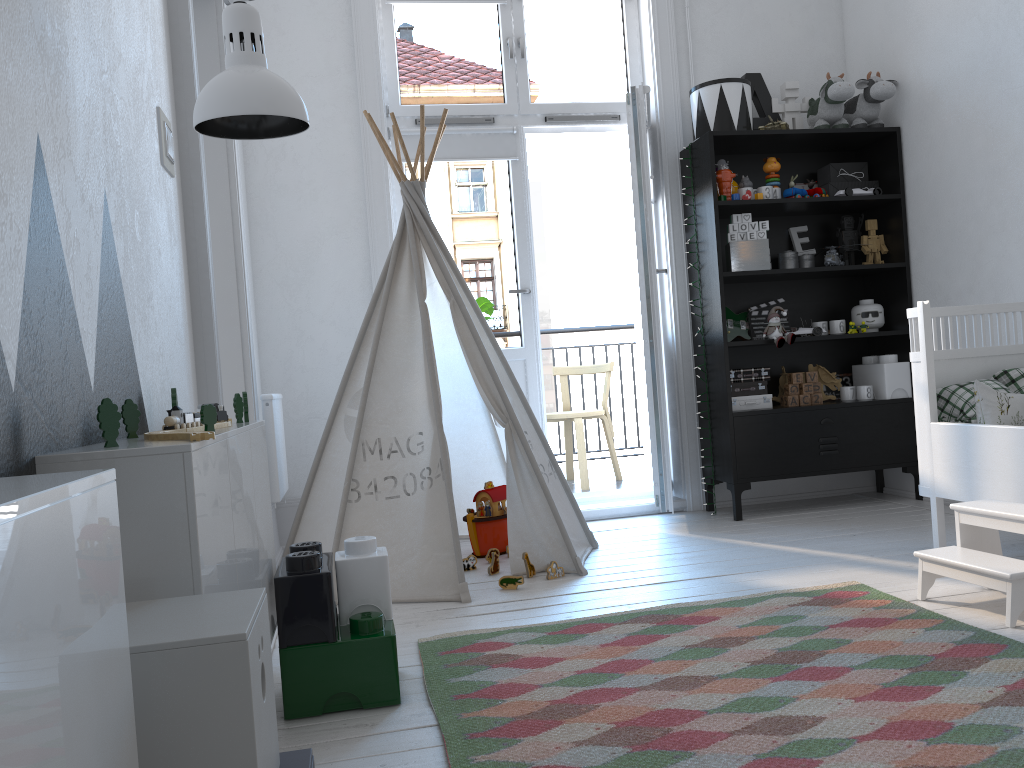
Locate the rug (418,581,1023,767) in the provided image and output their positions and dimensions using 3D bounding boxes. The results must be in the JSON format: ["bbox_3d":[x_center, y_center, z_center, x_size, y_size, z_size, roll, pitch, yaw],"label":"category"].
[{"bbox_3d":[0.554,0.622,1.509,1.319,0.016,2.028,-4,0,-10],"label":"rug"}]

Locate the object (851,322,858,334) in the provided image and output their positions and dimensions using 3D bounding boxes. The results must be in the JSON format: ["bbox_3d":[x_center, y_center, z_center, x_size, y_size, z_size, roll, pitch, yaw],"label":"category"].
[{"bbox_3d":[1.553,-0.254,4.031,0.042,0.054,0.031,-4,1,-10],"label":"object"}]

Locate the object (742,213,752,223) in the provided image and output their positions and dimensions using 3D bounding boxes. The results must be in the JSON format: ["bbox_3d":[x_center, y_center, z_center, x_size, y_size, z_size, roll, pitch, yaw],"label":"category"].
[{"bbox_3d":[1.029,-0.728,3.904,0.040,0.040,0.040,-4,0,0],"label":"object"}]

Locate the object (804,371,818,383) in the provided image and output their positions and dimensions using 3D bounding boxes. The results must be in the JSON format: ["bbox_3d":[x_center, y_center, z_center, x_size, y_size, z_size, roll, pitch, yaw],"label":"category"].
[{"bbox_3d":[1.350,-0.031,3.999,0.050,0.050,0.050,-4,0,10],"label":"object"}]

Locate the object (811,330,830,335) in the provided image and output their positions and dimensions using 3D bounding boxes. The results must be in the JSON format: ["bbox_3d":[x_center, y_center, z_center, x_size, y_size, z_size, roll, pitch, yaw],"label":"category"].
[{"bbox_3d":[1.492,-0.240,4.180,0.163,0.034,0.069,-4,0,-10],"label":"object"}]

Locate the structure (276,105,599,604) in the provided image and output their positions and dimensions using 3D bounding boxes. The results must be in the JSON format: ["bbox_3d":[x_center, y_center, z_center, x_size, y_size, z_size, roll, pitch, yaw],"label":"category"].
[{"bbox_3d":[-0.327,-0.181,3.317,1.142,1.750,1.143,-5,1,-35],"label":"structure"}]

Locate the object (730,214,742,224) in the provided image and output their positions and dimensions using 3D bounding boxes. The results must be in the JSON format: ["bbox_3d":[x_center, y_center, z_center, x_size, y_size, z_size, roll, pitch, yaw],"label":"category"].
[{"bbox_3d":[0.987,-0.725,3.907,0.040,0.040,0.040,-4,0,-5],"label":"object"}]

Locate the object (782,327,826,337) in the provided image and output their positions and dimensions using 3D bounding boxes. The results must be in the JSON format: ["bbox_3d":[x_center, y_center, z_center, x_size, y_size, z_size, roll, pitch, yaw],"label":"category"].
[{"bbox_3d":[1.293,-0.231,3.992,0.230,0.048,0.098,-4,0,15],"label":"object"}]

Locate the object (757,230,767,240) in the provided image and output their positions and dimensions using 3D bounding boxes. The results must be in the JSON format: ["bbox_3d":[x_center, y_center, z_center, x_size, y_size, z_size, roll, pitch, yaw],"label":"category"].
[{"bbox_3d":[1.099,-0.652,3.900,0.040,0.040,0.040,-4,0,20],"label":"object"}]

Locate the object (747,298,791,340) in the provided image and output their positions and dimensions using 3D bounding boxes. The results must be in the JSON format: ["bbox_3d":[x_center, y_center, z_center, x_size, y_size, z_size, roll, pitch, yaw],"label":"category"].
[{"bbox_3d":[1.196,-0.298,4.126,0.200,0.199,0.048,-4,1,-10],"label":"object"}]

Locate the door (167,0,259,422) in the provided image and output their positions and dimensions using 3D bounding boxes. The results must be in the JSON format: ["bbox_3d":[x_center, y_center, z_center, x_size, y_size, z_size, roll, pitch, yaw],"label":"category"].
[{"bbox_3d":[-1.079,-0.341,2.871,0.505,2.177,1.465,-5,1,-26],"label":"door"}]

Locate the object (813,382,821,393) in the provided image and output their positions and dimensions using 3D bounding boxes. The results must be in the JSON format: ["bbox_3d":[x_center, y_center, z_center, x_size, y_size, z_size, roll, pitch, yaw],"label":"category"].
[{"bbox_3d":[1.364,0.017,4.014,0.050,0.050,0.050,-4,0,-10],"label":"object"}]

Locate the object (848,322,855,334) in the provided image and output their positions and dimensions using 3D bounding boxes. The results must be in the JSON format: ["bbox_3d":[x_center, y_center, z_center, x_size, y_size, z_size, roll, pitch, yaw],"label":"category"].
[{"bbox_3d":[1.521,-0.251,3.971,0.031,0.054,0.042,-4,1,40],"label":"object"}]

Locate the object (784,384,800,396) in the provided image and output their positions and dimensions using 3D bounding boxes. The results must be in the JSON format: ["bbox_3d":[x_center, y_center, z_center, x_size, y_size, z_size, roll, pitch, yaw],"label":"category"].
[{"bbox_3d":[1.257,0.025,3.987,0.050,0.050,0.050,-4,0,-10],"label":"object"}]

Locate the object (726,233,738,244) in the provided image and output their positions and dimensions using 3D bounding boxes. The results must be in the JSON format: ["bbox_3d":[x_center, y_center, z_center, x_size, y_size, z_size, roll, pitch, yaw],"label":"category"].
[{"bbox_3d":[0.970,-0.643,3.910,0.040,0.040,0.040,-4,0,5],"label":"object"}]

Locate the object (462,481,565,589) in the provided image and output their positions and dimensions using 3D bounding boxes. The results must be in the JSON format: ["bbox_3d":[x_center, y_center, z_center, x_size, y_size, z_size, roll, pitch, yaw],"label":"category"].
[{"bbox_3d":[-0.023,0.523,3.282,0.385,0.284,0.856,-4,0,-19],"label":"object"}]

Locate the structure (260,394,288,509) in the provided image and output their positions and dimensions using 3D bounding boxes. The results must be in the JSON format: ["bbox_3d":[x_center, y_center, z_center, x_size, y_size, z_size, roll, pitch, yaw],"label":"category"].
[{"bbox_3d":[-0.936,0.269,3.526,0.075,0.460,0.635,-4,0,-14],"label":"structure"}]

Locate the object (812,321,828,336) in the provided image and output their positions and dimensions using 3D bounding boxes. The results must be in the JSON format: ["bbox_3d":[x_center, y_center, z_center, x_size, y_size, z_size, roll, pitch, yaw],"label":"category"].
[{"bbox_3d":[1.408,-0.250,4.053,0.067,0.067,0.067,-4,0,4],"label":"object"}]

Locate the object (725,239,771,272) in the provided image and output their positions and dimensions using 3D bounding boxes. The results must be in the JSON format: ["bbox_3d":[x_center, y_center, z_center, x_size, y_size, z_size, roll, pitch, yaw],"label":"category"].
[{"bbox_3d":[1.046,-0.560,3.941,0.170,0.138,0.124,-4,0,5],"label":"object"}]

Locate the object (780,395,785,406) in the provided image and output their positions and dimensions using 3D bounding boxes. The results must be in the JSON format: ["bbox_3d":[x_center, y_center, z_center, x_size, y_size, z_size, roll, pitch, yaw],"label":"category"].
[{"bbox_3d":[1.252,0.075,4.022,0.050,0.050,0.050,-4,0,-10],"label":"object"}]

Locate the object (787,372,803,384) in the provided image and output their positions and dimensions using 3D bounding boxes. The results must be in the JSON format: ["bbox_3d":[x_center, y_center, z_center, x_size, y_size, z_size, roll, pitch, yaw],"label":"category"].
[{"bbox_3d":[1.272,-0.025,3.982,0.050,0.050,0.050,-4,0,-10],"label":"object"}]

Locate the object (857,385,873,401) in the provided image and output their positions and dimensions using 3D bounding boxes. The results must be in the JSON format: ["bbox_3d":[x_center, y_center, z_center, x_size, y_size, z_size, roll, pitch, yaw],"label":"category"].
[{"bbox_3d":[1.589,0.041,3.993,0.067,0.067,0.067,-4,0,4],"label":"object"}]

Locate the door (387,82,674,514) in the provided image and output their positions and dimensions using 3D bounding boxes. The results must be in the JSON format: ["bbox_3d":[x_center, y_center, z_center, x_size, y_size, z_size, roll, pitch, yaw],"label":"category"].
[{"bbox_3d":[0.139,-0.329,3.944,1.263,1.839,0.636,-4,1,-9],"label":"door"}]

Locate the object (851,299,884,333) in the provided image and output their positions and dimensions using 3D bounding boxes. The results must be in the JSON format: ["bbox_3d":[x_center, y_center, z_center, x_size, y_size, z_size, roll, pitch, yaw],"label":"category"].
[{"bbox_3d":[1.645,-0.309,4.100,0.139,0.162,0.139,-5,1,-35],"label":"object"}]

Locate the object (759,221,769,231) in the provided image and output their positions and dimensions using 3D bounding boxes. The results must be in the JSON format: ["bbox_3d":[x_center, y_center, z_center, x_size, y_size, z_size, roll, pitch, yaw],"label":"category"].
[{"bbox_3d":[1.108,-0.693,3.898,0.040,0.040,0.040,-4,0,15],"label":"object"}]

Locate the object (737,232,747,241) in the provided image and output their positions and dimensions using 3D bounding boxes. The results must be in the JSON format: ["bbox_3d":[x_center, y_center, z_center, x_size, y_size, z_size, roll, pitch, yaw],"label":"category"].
[{"bbox_3d":[1.009,-0.646,3.915,0.040,0.040,0.040,-4,0,-5],"label":"object"}]

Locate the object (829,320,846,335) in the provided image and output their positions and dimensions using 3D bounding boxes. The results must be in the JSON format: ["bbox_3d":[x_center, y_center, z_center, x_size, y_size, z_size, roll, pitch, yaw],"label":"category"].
[{"bbox_3d":[1.475,-0.255,4.017,0.067,0.067,0.067,-4,0,4],"label":"object"}]

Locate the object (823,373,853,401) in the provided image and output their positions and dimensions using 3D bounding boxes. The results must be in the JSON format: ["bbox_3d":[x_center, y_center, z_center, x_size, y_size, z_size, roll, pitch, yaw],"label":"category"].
[{"bbox_3d":[1.496,0.019,4.237,0.347,0.120,0.034,-4,1,-10],"label":"object"}]

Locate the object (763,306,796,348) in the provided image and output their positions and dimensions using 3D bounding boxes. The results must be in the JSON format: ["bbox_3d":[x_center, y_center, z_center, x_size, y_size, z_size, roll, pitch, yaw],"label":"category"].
[{"bbox_3d":[1.159,-0.248,3.848,0.110,0.186,0.129,-4,1,-23],"label":"object"}]

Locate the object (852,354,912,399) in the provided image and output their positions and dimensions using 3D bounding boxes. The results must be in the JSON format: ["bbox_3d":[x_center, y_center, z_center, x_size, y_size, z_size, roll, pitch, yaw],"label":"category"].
[{"bbox_3d":[1.704,-0.033,4.096,0.132,0.199,0.267,-4,0,-10],"label":"object"}]

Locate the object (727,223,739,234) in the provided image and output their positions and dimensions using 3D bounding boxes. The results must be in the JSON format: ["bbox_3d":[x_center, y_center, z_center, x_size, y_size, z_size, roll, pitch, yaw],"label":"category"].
[{"bbox_3d":[0.973,-0.683,3.909,0.040,0.040,0.040,-4,0,0],"label":"object"}]

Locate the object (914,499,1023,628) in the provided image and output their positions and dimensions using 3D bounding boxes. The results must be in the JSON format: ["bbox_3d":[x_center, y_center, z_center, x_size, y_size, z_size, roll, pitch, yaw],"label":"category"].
[{"bbox_3d":[1.272,0.450,2.294,0.288,0.245,0.332,-4,0,-15],"label":"object"}]

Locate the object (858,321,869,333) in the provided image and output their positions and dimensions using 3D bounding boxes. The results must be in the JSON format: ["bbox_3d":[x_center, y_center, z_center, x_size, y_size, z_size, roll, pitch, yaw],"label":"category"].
[{"bbox_3d":[1.588,-0.256,4.008,0.042,0.054,0.031,-4,1,35],"label":"object"}]

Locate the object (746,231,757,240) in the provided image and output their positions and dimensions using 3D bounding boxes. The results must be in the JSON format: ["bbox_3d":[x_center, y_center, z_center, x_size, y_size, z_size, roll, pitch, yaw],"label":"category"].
[{"bbox_3d":[1.053,-0.649,3.903,0.040,0.040,0.040,-4,0,5],"label":"object"}]

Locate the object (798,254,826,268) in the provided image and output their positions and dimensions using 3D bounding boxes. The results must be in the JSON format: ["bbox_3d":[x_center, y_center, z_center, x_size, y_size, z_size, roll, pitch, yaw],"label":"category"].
[{"bbox_3d":[1.405,-0.565,4.081,0.078,0.091,0.246,-4,0,-16],"label":"object"}]

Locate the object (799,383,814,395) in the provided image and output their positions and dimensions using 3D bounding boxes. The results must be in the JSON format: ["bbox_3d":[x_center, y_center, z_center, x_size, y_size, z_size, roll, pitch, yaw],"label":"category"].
[{"bbox_3d":[1.316,0.021,3.978,0.050,0.050,0.050,-4,0,-10],"label":"object"}]

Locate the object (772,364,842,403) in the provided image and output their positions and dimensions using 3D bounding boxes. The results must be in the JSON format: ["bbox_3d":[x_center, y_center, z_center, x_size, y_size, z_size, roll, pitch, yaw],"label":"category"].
[{"bbox_3d":[1.361,0.001,4.122,0.337,0.186,0.111,-4,1,5],"label":"object"}]

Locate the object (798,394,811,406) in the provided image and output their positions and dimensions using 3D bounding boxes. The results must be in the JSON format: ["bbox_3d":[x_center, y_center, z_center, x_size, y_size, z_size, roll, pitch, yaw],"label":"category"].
[{"bbox_3d":[1.305,0.072,3.976,0.050,0.050,0.050,-4,0,-5],"label":"object"}]

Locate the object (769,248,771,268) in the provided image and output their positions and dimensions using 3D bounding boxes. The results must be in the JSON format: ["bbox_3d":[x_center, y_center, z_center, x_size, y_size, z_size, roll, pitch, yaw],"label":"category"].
[{"bbox_3d":[1.178,-0.569,4.159,0.070,0.134,0.028,-4,1,-11],"label":"object"}]

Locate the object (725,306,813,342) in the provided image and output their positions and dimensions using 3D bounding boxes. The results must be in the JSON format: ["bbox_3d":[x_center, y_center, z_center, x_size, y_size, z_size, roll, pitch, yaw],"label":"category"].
[{"bbox_3d":[1.153,-0.264,4.145,0.542,0.239,0.093,-4,1,-10],"label":"object"}]

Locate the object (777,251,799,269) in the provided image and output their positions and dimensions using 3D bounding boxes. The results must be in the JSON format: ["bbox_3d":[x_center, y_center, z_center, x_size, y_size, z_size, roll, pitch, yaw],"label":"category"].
[{"bbox_3d":[1.293,-0.566,4.145,0.095,0.110,0.095,-4,0,-6],"label":"object"}]

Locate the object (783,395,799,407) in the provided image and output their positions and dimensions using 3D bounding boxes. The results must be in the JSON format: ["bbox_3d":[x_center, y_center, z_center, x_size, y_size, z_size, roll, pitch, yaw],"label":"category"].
[{"bbox_3d":[1.247,0.076,3.965,0.050,0.050,0.050,-4,0,-10],"label":"object"}]

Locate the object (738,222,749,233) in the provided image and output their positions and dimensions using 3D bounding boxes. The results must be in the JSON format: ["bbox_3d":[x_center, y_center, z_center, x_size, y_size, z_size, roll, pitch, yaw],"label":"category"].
[{"bbox_3d":[1.018,-0.687,3.905,0.040,0.040,0.040,-4,0,10],"label":"object"}]

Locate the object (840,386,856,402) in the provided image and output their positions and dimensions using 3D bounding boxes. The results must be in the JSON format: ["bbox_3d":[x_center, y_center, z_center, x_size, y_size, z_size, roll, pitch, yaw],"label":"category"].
[{"bbox_3d":[1.531,0.046,4.038,0.067,0.067,0.067,-4,0,4],"label":"object"}]

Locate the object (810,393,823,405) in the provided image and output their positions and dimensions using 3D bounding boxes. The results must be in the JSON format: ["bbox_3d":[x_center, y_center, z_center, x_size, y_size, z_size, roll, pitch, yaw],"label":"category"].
[{"bbox_3d":[1.370,0.067,3.988,0.050,0.050,0.050,-4,0,20],"label":"object"}]

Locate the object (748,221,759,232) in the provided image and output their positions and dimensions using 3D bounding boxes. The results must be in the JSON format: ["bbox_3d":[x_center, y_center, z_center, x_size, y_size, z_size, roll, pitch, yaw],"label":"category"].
[{"bbox_3d":[1.063,-0.690,3.902,0.040,0.040,0.040,-4,0,20],"label":"object"}]
